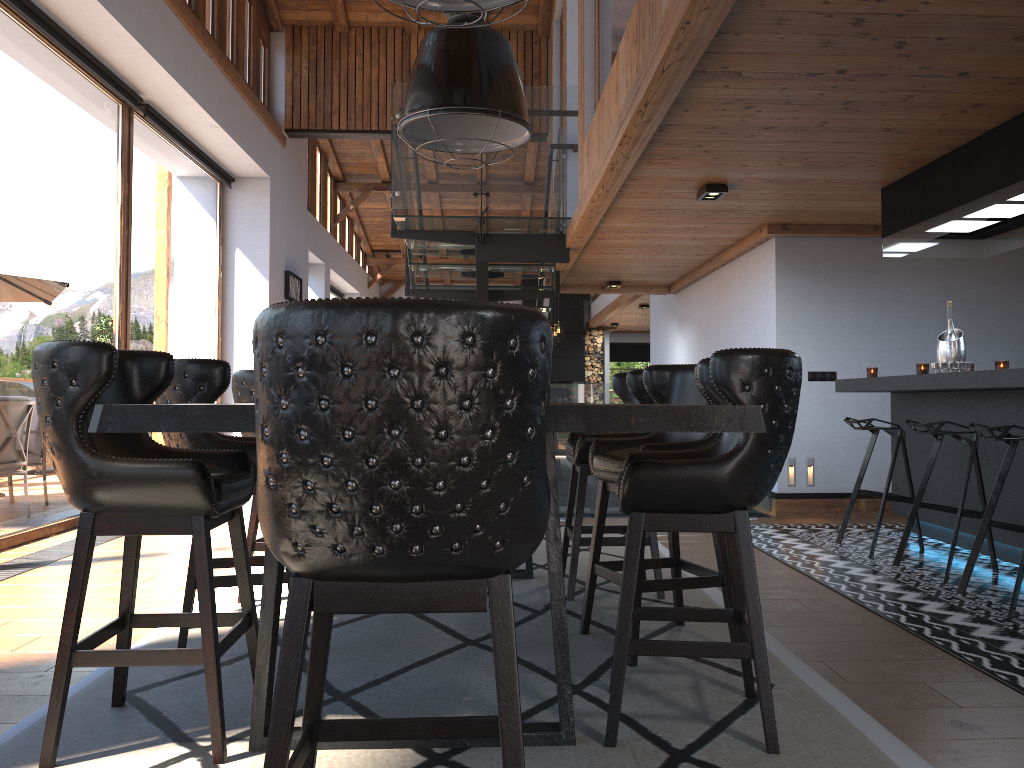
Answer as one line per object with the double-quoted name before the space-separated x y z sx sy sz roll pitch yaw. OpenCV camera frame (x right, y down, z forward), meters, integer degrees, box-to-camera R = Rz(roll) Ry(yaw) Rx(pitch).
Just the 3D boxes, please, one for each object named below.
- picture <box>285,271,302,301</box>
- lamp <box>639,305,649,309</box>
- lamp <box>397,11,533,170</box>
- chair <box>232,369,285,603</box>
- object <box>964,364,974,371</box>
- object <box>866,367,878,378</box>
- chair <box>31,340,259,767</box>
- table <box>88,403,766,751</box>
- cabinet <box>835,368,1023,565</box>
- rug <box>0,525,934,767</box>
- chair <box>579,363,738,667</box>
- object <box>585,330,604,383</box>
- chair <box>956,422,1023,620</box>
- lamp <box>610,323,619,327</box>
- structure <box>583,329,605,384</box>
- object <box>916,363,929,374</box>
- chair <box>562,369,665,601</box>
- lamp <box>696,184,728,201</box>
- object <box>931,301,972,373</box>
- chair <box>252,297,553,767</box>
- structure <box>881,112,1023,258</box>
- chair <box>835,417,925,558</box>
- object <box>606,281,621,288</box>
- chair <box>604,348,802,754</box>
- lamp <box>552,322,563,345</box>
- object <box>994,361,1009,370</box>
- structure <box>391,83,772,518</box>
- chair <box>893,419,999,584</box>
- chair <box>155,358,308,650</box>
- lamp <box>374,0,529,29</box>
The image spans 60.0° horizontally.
"picture" -2.814 -0.750 11.407 0.059 1.313 0.773 0 -2 -2
"lamp" 2.392 -1.403 16.065 0.155 0.068 0.261 0 -1 -2
"lamp" -0.211 -3.352 4.155 0.614 4.687 0.629 -2 -3 43
"chair" -1.043 0.483 4.237 0.567 1.092 0.505 0 -2 7
"object" 2.939 -0.089 5.718 0.080 0.081 0.078 1 -2 -37
"object" 2.588 -0.077 6.368 0.078 0.081 0.080 -1 -2 33
"chair" -1.012 0.438 2.457 0.569 1.092 0.503 0 -2 -3
"table" -0.266 0.553 3.577 1.431 0.950 3.791 0 -1 -2
"cabinet" 2.894 0.473 4.165 0.890 1.104 4.794 0 -1 -2
"rug" -0.215 1.014 3.887 2.554 0.047 5.624 0 -1 -2
"chair" 0.600 0.459 3.409 0.572 1.092 0.500 1 -2 -18
"object" 1.886 0.054 20.649 0.494 2.613 0.466 0 -2 -2
"chair" 2.383 0.601 4.076 0.468 0.840 0.539 0 -2 4
"lamp" 2.295 -1.328 19.855 0.155 0.068 0.261 0 -1 -2
"structure" 1.893 0.047 20.640 0.502 2.618 0.511 0 -2 -2
"object" 2.641 -0.090 5.699 0.080 0.081 0.078 1 -2 -37
"chair" 0.525 0.478 4.368 0.569 1.092 0.503 0 -2 -3
"lamp" 1.352 -1.300 5.992 0.155 0.068 0.261 0 -1 -2
"object" 2.699 -0.280 5.451 0.226 0.453 0.224 0 -2 -2
"chair" -0.185 0.421 1.552 0.505 1.092 0.567 0 -2 -3
"structure" 2.902 -1.128 4.406 0.711 0.476 3.246 0 -1 -2
"chair" 2.371 0.631 5.615 0.470 0.840 0.538 0 -2 -2
"object" 1.228 -1.207 10.726 0.155 0.068 0.261 0 -1 -2
"chair" 0.557 0.452 2.587 0.567 1.092 0.505 0 -2 7
"lamp" 0.841 -1.923 18.037 0.263 2.202 0.799 0 -2 -11
"object" 2.949 -0.097 5.335 0.080 0.081 0.078 1 -2 -37
"structure" -2.266 0.726 8.806 9.220 6.401 11.010 0 -1 -2
"chair" 2.434 0.617 4.862 0.470 0.840 0.537 0 -2 -5
"chair" -1.087 0.457 3.416 0.572 1.092 0.500 1 -2 -18
"lamp" -0.170 -3.383 2.566 0.614 4.687 0.629 -2 -3 43
